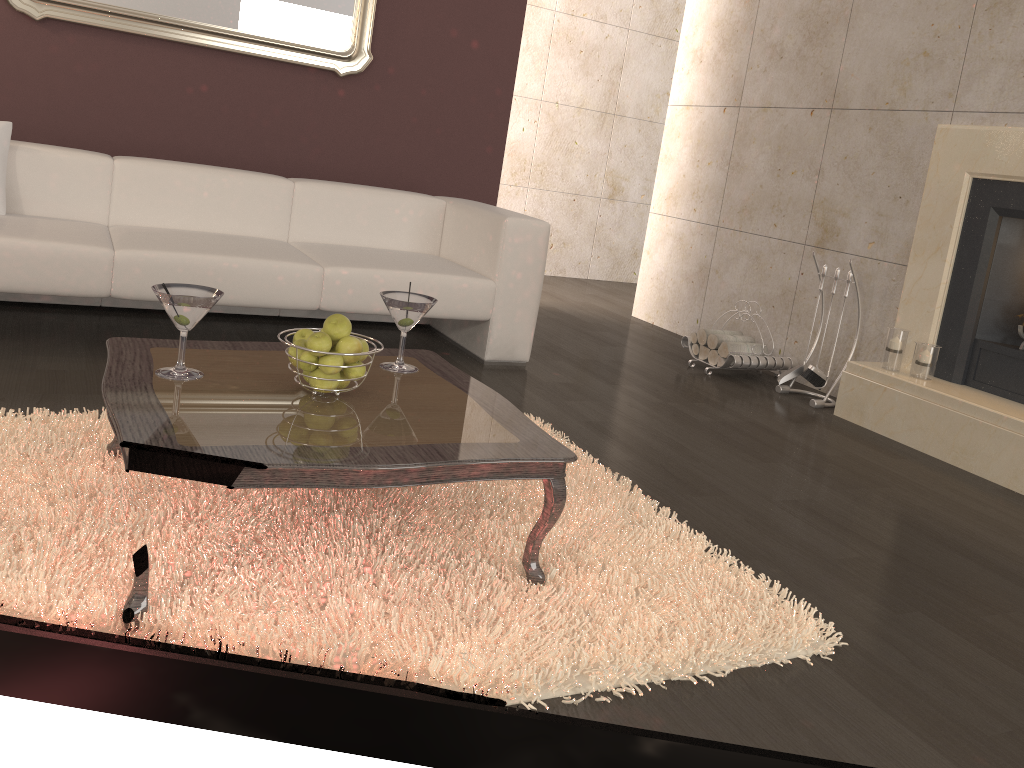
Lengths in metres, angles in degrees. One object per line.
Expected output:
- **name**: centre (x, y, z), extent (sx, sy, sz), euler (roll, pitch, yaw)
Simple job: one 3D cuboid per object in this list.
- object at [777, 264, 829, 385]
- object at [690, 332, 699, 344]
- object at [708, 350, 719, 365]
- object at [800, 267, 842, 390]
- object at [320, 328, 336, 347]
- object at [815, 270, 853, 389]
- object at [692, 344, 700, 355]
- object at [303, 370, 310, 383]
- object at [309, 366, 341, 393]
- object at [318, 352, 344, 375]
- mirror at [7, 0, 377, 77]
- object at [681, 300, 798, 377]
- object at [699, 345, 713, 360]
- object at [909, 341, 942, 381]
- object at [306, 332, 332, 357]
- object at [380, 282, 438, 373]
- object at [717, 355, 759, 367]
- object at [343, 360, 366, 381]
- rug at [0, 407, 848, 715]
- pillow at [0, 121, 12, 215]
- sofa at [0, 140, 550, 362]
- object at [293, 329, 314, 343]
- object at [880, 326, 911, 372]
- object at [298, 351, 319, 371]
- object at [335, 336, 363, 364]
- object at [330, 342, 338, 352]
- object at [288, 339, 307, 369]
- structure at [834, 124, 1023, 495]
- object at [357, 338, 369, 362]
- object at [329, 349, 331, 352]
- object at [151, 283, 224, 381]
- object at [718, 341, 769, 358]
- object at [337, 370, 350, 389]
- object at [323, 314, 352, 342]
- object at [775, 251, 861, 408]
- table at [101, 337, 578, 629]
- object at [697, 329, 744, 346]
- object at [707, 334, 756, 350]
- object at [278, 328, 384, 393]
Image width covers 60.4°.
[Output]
- **object**: centre (1.390, -0.284, 4.200), extent (0.126, 0.593, 0.117), euler (11, 8, 12)
- **object**: centre (1.054, -0.236, 4.627), extent (0.251, 0.056, 0.058), euler (2, 13, -27)
- **object**: centre (1.123, -0.132, 4.481), extent (0.251, 0.075, 0.081), euler (2, 13, -27)
- **object**: centre (1.465, -0.260, 4.121), extent (0.136, 0.578, 0.071), euler (8, 8, -4)
- **object**: centre (-0.420, -0.105, 2.002), extent (0.045, 0.048, 0.051), euler (6, 11, -13)
- **object**: centre (1.477, -0.248, 4.038), extent (0.106, 0.555, 0.027), euler (3, 10, -35)
- **object**: centre (1.059, -0.177, 4.608), extent (0.251, 0.056, 0.058), euler (2, 13, -27)
- **object**: centre (-0.447, -0.026, 1.998), extent (0.055, 0.054, 0.056), euler (6, 12, -17)
- **object**: centre (-0.413, -0.013, 1.944), extent (0.069, 0.062, 0.068), euler (12, 12, 17)
- **object**: centre (-0.392, -0.045, 1.908), extent (0.053, 0.050, 0.054), euler (4, 12, -23)
- **mirror**: centre (-1.511, -2.073, 4.385), extent (1.777, 0.810, 0.048), euler (2, 10, -27)
- **object**: centre (1.180, -0.243, 4.527), extent (0.500, 0.373, 0.441), euler (3, 13, -27)
- **object**: centre (1.102, -0.154, 4.556), extent (0.275, 0.073, 0.084), euler (2, 13, -27)
- **object**: centre (1.749, -0.097, 3.734), extent (0.107, 0.145, 0.110), euler (5, 11, -23)
- **object**: centre (-0.416, -0.085, 1.899), extent (0.053, 0.050, 0.055), euler (3, 13, -27)
- **object**: centre (-0.280, -0.146, 2.297), extent (0.154, 0.213, 0.152), euler (16, 12, 37)
- **object**: centre (1.146, -0.104, 4.421), extent (0.242, 0.058, 0.062), euler (2, 13, -27)
- **object**: centre (-0.352, -0.031, 1.968), extent (0.051, 0.047, 0.052), euler (2, 13, -33)
- **rug**: centre (-0.481, 0.308, 2.017), extent (1.991, 0.066, 1.545), euler (1, 16, -27)
- **pillow**: centre (-2.131, -0.844, 3.355), extent (0.375, 0.355, 0.173), euler (3, 11, -29)
- **sofa**: centre (-1.273, -0.569, 3.690), extent (2.774, 0.640, 0.966), euler (2, 14, -27)
- **object**: centre (-0.470, -0.098, 2.000), extent (0.054, 0.054, 0.054), euler (14, 12, 24)
- **object**: centre (1.659, -0.151, 3.821), extent (0.099, 0.180, 0.099), euler (11, 10, 15)
- **object**: centre (-0.442, -0.050, 1.913), extent (0.045, 0.045, 0.045), euler (1, 14, -36)
- **object**: centre (-0.359, -0.075, 1.945), extent (0.057, 0.060, 0.063), euler (15, 13, 31)
- **object**: centre (-0.409, -0.072, 2.030), extent (0.062, 0.061, 0.061), euler (14, 12, 26)
- **object**: centre (-0.463, -0.066, 1.955), extent (0.066, 0.065, 0.066), euler (15, 13, 28)
- **structure**: centre (2.135, -0.281, 3.322), extent (0.586, 1.316, 1.561), euler (4, 12, -28)
- **object**: centre (-0.358, -0.076, 2.009), extent (0.062, 0.054, 0.062), euler (1, 14, -34)
- **object**: centre (-0.422, -0.084, 1.944), extent (0.046, 0.043, 0.045), euler (16, 13, 32)
- **object**: centre (-0.725, -0.127, 1.949), extent (0.151, 0.213, 0.154), euler (2, 12, -35)
- **object**: centre (1.164, -0.168, 4.421), extent (0.261, 0.077, 0.082), euler (2, 13, -27)
- **object**: centre (-0.388, -0.010, 1.997), extent (0.044, 0.043, 0.044), euler (4, 12, -24)
- **object**: centre (-0.389, -0.125, 1.960), extent (0.062, 0.063, 0.064), euler (3, 12, -27)
- **object**: centre (1.469, -0.258, 4.126), extent (0.216, 0.686, 0.269), euler (5, 10, -28)
- **table**: centre (-0.452, 0.163, 2.019), extent (0.911, 0.297, 0.926), euler (1, 15, -29)
- **object**: centre (1.083, -0.239, 4.571), extent (0.251, 0.081, 0.083), euler (2, 13, -27)
- **object**: centre (1.121, -0.210, 4.496), extent (0.251, 0.075, 0.081), euler (2, 13, -27)
- **object**: centre (-0.412, -0.040, 1.975), extent (0.235, 0.117, 0.237), euler (13, 13, 17)
